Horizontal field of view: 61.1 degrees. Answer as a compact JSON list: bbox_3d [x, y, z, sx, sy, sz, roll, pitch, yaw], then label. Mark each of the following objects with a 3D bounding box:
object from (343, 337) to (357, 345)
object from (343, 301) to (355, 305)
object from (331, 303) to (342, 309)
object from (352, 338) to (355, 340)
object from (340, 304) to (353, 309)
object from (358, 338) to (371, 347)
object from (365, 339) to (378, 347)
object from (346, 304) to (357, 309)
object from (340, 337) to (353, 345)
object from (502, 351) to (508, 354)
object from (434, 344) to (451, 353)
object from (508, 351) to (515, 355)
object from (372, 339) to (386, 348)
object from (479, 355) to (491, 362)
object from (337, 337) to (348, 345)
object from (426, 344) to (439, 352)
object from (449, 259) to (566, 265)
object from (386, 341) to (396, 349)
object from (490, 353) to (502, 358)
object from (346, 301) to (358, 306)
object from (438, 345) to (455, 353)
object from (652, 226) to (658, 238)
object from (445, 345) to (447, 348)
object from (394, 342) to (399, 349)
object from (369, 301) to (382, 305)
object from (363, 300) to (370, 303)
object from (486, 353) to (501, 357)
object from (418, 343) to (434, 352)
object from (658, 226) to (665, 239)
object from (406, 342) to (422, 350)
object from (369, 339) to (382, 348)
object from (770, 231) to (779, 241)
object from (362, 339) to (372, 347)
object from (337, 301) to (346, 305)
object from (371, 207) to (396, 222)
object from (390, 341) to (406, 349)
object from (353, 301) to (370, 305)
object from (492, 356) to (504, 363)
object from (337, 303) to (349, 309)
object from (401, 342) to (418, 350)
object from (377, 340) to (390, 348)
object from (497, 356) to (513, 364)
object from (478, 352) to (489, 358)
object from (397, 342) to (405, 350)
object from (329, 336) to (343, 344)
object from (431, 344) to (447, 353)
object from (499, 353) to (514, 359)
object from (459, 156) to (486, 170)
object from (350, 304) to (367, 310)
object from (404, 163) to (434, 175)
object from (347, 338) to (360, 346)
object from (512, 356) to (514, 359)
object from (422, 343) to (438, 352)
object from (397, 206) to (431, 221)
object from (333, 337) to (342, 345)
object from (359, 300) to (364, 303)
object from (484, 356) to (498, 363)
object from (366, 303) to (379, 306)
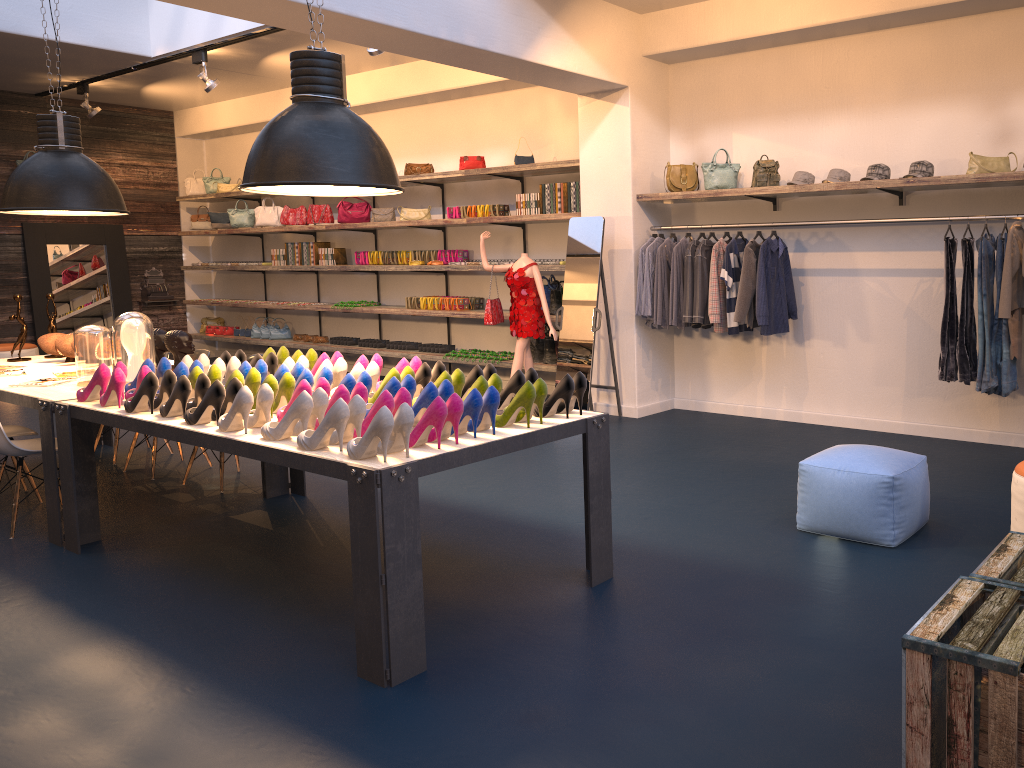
[{"bbox_3d":[-1.957,-0.516,10.512,0.061,0.087,0.203,4,9,41],"label":"object"},{"bbox_3d":[-1.895,-0.953,10.287,0.257,0.067,0.077,-8,10,-42],"label":"object"},{"bbox_3d":[-2.058,-0.926,10.300,0.077,0.057,0.254,4,10,37],"label":"object"},{"bbox_3d":[-1.904,-0.538,10.467,0.011,0.022,0.051,3,9,40],"label":"object"},{"bbox_3d":[-1.929,-0.911,10.189,0.077,0.057,0.254,4,10,37],"label":"object"},{"bbox_3d":[-1.752,-0.494,10.350,0.061,0.087,0.203,4,9,41],"label":"object"},{"bbox_3d":[-1.653,-0.484,10.271,0.061,0.087,0.203,4,9,41],"label":"object"},{"bbox_3d":[-1.854,-0.906,10.148,0.077,0.057,0.254,4,10,37],"label":"object"},{"bbox_3d":[-2.005,-0.521,10.551,0.061,0.087,0.203,4,9,41],"label":"object"},{"bbox_3d":[-0.062,-0.317,9.114,0.078,0.074,0.252,3,9,28],"label":"object"},{"bbox_3d":[-0.760,-0.389,9.561,0.199,0.087,0.061,-5,7,-26],"label":"object"},{"bbox_3d":[-0.019,-0.311,9.043,0.081,0.072,0.247,1,8,20],"label":"object"},{"bbox_3d":[-1.553,-0.473,10.192,0.061,0.087,0.203,4,9,41],"label":"object"},{"bbox_3d":[-0.273,-0.263,8.943,0.077,0.057,0.254,4,10,37],"label":"object"},{"bbox_3d":[-2.056,-0.527,10.592,0.061,0.087,0.203,4,9,41],"label":"object"},{"bbox_3d":[-0.860,-0.400,9.640,0.200,0.087,0.061,-5,7,-28],"label":"object"},{"bbox_3d":[-0.032,-1.243,8.870,1.404,0.060,0.524,6,11,39],"label":"object"},{"bbox_3d":[-1.362,-0.453,10.041,0.199,0.087,0.062,-5,7,-26],"label":"object"},{"bbox_3d":[-0.139,-0.288,8.906,0.257,0.063,0.078,-8,10,-42],"label":"object"},{"bbox_3d":[-1.852,-0.945,10.216,0.257,0.063,0.078,-8,10,-42],"label":"object"},{"bbox_3d":[-0.711,-0.384,9.522,0.198,0.087,0.062,-4,7,-23],"label":"object"},{"bbox_3d":[1.260,-1.281,7.654,0.009,0.218,0.468,3,8,41],"label":"object"},{"bbox_3d":[-0.710,-0.411,9.515,0.050,0.022,0.011,-4,6,-24],"label":"object"},{"bbox_3d":[-1.264,-0.443,9.963,0.197,0.087,0.062,-4,6,-20],"label":"object"},{"bbox_3d":[-1.642,-0.961,10.320,0.080,0.067,0.249,2,8,21],"label":"object"},{"bbox_3d":[-1.731,-0.965,10.353,0.081,0.072,0.247,1,8,20],"label":"object"},{"bbox_3d":[-0.182,-0.297,8.977,0.257,0.067,0.077,-8,10,-42],"label":"object"},{"bbox_3d":[-0.959,-0.410,9.719,0.202,0.087,0.061,-6,8,-33],"label":"object"},{"bbox_3d":[1.309,-1.276,7.615,0.009,0.218,0.468,3,8,41],"label":"object"},{"bbox_3d":[-1.116,-0.427,9.844,0.193,0.087,0.064,-2,6,-12],"label":"object"},{"bbox_3d":[-1.602,-0.478,10.230,0.061,0.087,0.203,4,9,41],"label":"object"},{"bbox_3d":[2.112,-1.195,7.000,0.009,0.218,0.468,3,8,41],"label":"object"},{"bbox_3d":[-1.703,-0.489,10.311,0.061,0.087,0.203,4,9,41],"label":"object"},{"bbox_3d":[-1.983,-0.958,10.319,0.077,0.063,0.258,6,10,45],"label":"object"},{"bbox_3d":[-1.456,-1.917,9.847,0.269,0.174,0.104,-1,6,0],"label":"object"},{"bbox_3d":[-1.314,-0.448,10.002,0.198,0.087,0.062,-4,7,-22],"label":"object"},{"bbox_3d":[-1.763,-0.940,10.182,0.257,0.067,0.078,-8,10,-42],"label":"object"},{"bbox_3d":[-0.142,-0.250,8.838,0.077,0.057,0.254,4,10,37],"label":"object"},{"bbox_3d":[-1.985,-0.920,10.252,0.077,0.057,0.254,4,10,37],"label":"object"},{"bbox_3d":[-1.164,-0.432,9.882,0.195,0.087,0.063,-3,6,-16],"label":"object"},{"bbox_3d":[-1.503,-0.468,10.152,0.061,0.087,0.203,4,9,41],"label":"object"},{"bbox_3d":[-0.085,-0.241,8.775,0.077,0.057,0.254,4,10,37],"label":"object"},{"bbox_3d":[-0.272,-0.301,9.010,0.077,0.063,0.258,6,10,45],"label":"object"},{"bbox_3d":[-1.213,-0.437,9.921,0.197,0.087,0.062,-4,6,-20],"label":"object"},{"bbox_3d":[-2.156,-0.537,10.671,0.061,0.087,0.203,4,9,41],"label":"object"},{"bbox_3d":[-0.810,-0.394,9.600,0.200,0.087,0.061,-5,7,-28],"label":"object"},{"bbox_3d":[-0.051,-0.283,8.872,0.257,0.067,0.078,-8,10,-42],"label":"object"},{"bbox_3d":[-0.404,-2.262,8.904,0.291,0.148,0.109,-3,6,-17],"label":"object"},{"bbox_3d":[-1.798,-0.897,10.085,0.077,0.057,0.254,4,10,37],"label":"object"},{"bbox_3d":[-0.974,-2.325,9.413,0.392,0.140,0.371,-7,10,-38],"label":"object"},{"bbox_3d":[-1.906,-0.511,10.473,0.061,0.087,0.203,4,9,41],"label":"object"},{"bbox_3d":[0.035,-0.262,8.913,0.077,0.057,0.254,4,10,37],"label":"object"},{"bbox_3d":[-0.911,-0.405,9.680,0.202,0.087,0.061,-6,8,-35],"label":"object"},{"bbox_3d":[-1.070,-1.874,9.536,0.375,0.174,0.225,-2,7,-9],"label":"object"},{"bbox_3d":[-2.106,-0.532,10.632,0.061,0.087,0.203,4,9,41],"label":"object"},{"bbox_3d":[-1.774,-0.973,10.424,0.078,0.074,0.252,3,9,28],"label":"object"},{"bbox_3d":[-0.216,-0.255,8.879,0.077,0.057,0.254,4,10,37],"label":"object"},{"bbox_3d":[-1.678,-0.919,10.222,0.077,0.057,0.254,4,10,37],"label":"object"}]
